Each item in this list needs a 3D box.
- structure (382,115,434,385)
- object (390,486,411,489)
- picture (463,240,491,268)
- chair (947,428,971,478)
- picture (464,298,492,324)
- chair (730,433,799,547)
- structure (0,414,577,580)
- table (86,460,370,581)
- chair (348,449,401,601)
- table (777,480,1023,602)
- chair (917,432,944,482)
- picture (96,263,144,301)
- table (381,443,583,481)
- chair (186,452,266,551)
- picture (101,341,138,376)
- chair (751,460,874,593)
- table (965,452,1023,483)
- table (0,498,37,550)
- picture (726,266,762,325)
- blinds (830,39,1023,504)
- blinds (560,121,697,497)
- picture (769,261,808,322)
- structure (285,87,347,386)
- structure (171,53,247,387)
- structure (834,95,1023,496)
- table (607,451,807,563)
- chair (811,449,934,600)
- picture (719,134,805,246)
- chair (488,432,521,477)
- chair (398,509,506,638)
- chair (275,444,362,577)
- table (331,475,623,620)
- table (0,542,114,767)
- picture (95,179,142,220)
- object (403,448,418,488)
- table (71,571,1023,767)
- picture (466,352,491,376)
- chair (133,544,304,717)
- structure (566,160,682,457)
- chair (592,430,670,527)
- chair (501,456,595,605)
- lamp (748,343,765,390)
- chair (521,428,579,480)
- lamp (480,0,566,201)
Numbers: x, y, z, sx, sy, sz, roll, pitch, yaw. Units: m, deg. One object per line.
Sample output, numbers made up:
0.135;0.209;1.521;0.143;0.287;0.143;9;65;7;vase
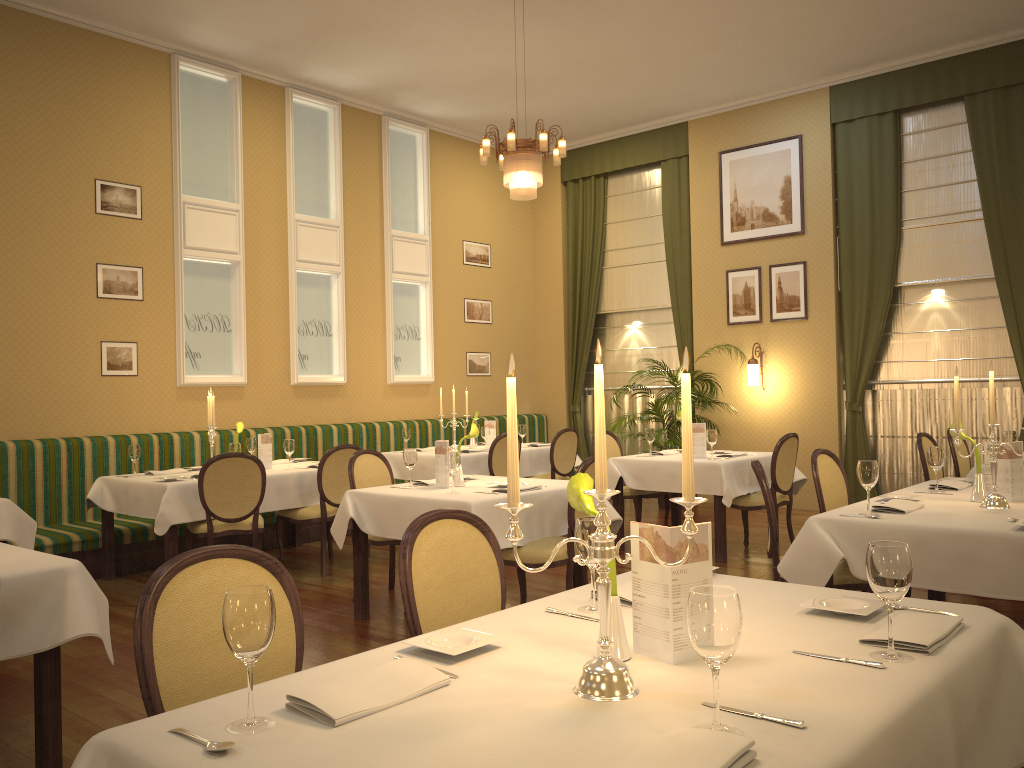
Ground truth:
-1.204;-1.488;10.067;0.200;2.985;0.670;-2;-1;41;structure
-0.656;0.612;5.252;0.185;0.010;0.017;-2;-1;42;object
-0.430;-1.600;10.944;0.008;0.294;0.504;-2;-1;41;picture
3.692;0.816;6.837;0.571;0.955;0.530;-2;-1;41;chair
-0.414;-0.896;10.937;0.008;0.294;0.504;-2;-1;41;picture
1.933;0.856;6.922;0.571;0.955;0.530;-2;-1;41;chair
-4.091;0.947;5.986;0.850;1.031;14.516;-2;-1;41;structure
-2.033;1.040;6.838;1.385;0.759;2.152;-2;-1;41;table
-0.731;0.904;5.733;0.571;0.955;0.530;-2;-1;31;chair
2.255;0.916;4.063;1.385;0.759;2.152;-2;-1;41;table
3.188;0.822;6.251;0.571;0.955;0.530;-2;-1;41;chair
-3.331;-0.865;7.544;0.008;0.294;0.401;-2;-1;41;picture
-0.274;1.021;8.885;1.385;0.759;2.152;-2;-1;41;table
-1.958;0.935;6.115;0.530;0.955;0.571;-1;-1;-24;chair
-3.329;-0.213;7.524;0.008;0.294;0.313;-2;-1;41;picture
1.452;0.840;4.247;0.571;0.955;0.530;-1;-1;16;chair
3.999;0.897;6.090;1.385;0.759;2.152;-2;-1;41;table
-3.796;1.058;4.788;1.385;0.759;2.152;-2;-1;41;table
2.569;-0.972;9.827;0.412;0.619;0.022;-2;-1;41;picture
4.074;-0.968;8.606;1.878;4.537;0.129;-2;-1;41;blinds
1.422;-0.885;10.901;1.934;4.537;0.225;-2;-1;40;blinds
2.954;-0.984;9.495;0.412;0.619;0.022;-2;-1;41;picture
-2.032;-1.479;9.105;0.200;2.985;0.661;-2;-1;41;structure
-2.812;-1.471;8.197;0.200;2.985;0.687;-2;-1;41;structure
4.146;-0.956;8.701;1.900;4.511;0.134;-2;-1;41;structure
1.556;0.964;7.306;1.389;0.759;1.395;-2;-1;42;table
1.949;0.835;4.810;0.571;0.955;0.530;-2;-1;41;chair
2.711;-2.101;9.689;0.966;1.057;0.027;-2;-1;41;picture
-0.221;0.917;8.145;0.571;0.955;0.530;-2;-1;41;chair
0.000;0.855;2.543;0.571;0.955;0.530;-2;-1;41;chair
-1.430;0.930;6.736;0.571;0.955;0.530;-2;-1;41;chair
-0.203;0.983;5.261;1.389;0.759;1.395;-2;-1;42;table
-2.185;1.004;2.955;1.389;0.759;1.395;-2;-1;42;table
-3.347;-1.569;7.551;0.008;0.294;0.401;-2;-1;41;picture
-0.610;0.503;5.322;0.088;0.229;0.088;-1;-1;-7;object
0.306;0.937;1.795;1.385;0.759;2.152;-2;-1;41;table
-0.408;-0.244;10.920;0.008;0.294;0.437;-2;-1;41;picture
-0.504;0.861;1.957;0.571;0.955;0.530;-2;-1;41;chair
1.495;-0.874;10.988;1.942;4.511;0.123;-2;-1;41;structure
1.025;0.885;7.770;0.571;0.955;0.530;-2;-1;41;chair
0.195;0.875;4.898;0.571;0.955;0.530;-1;-1;21;chair
2.632;-0.191;9.577;0.114;0.513;0.323;-2;-1;30;lamp
0.353;0.910;8.762;0.571;0.955;0.530;-2;-1;41;chair
0.062;-2.226;6.333;0.593;1.796;0.593;-2;-1;38;lamp
